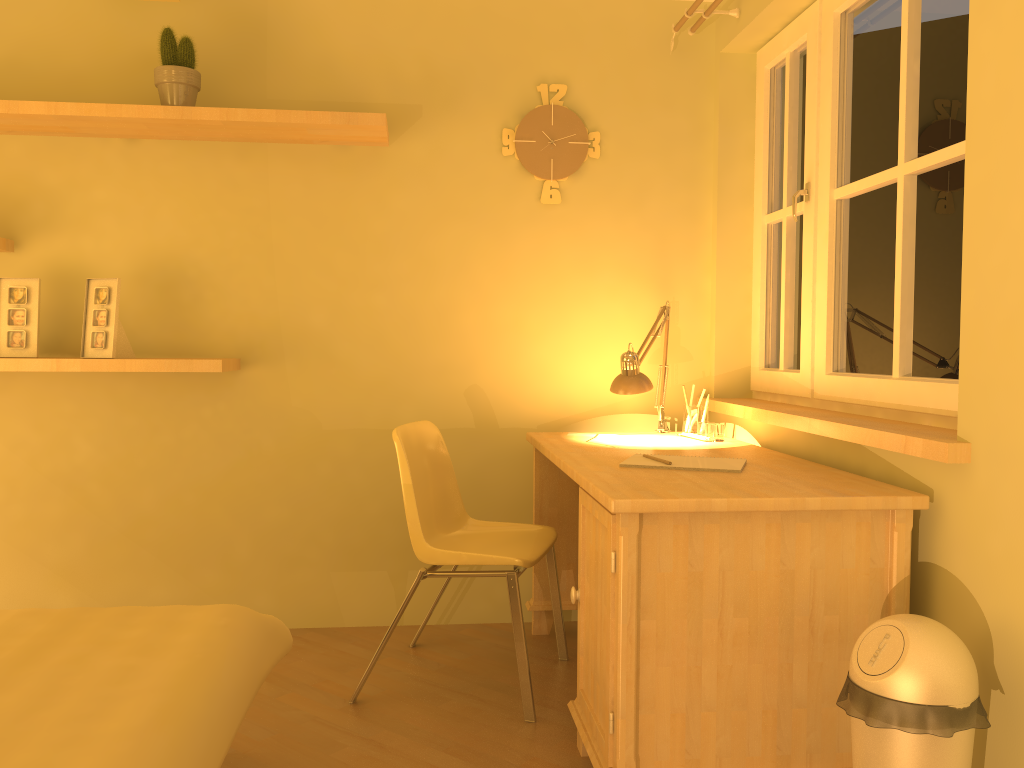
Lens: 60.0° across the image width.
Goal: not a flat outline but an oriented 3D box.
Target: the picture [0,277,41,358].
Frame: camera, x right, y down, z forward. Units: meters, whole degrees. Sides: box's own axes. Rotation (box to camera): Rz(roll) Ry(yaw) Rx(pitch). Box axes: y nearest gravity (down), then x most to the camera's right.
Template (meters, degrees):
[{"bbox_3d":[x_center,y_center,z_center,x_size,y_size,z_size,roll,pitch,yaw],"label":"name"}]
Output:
[{"bbox_3d":[-1.629,-0.220,2.970,0.134,0.264,0.171,0,2,-7],"label":"picture"}]

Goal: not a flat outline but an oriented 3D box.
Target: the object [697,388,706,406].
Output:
[{"bbox_3d":[0.638,0.091,3.064,0.008,0.155,0.073,-2,3,-42],"label":"object"}]

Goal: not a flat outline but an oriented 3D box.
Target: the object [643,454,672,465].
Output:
[{"bbox_3d":[0.378,0.197,2.320,0.008,0.009,0.166,0,2,-15],"label":"object"}]

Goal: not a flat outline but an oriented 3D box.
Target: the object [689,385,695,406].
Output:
[{"bbox_3d":[0.622,0.084,3.096,0.034,0.165,0.009,0,2,-14],"label":"object"}]

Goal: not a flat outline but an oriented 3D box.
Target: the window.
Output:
[{"bbox_3d":[0.976,-0.545,2.533,0.142,1.263,1.486,0,2,-6],"label":"window"}]

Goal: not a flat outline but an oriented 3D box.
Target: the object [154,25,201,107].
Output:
[{"bbox_3d":[-1.097,-1.031,2.911,0.145,0.294,0.145,-1,3,-25],"label":"object"}]

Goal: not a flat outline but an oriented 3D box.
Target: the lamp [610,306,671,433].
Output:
[{"bbox_3d":[0.443,-0.048,3.024,0.140,0.455,0.484,1,3,19],"label":"lamp"}]

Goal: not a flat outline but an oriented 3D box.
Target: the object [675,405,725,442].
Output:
[{"bbox_3d":[0.631,0.130,2.989,0.070,0.105,0.240,0,2,-14],"label":"object"}]

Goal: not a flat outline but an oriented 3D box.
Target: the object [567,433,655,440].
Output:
[{"bbox_3d":[0.333,0.176,3.003,0.300,0.009,0.040,1,3,24],"label":"object"}]

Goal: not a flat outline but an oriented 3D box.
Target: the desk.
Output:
[{"bbox_3d":[0.455,0.562,2.518,0.684,0.720,1.396,0,2,-6],"label":"desk"}]

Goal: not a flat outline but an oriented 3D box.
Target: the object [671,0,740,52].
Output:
[{"bbox_3d":[0.750,-1.218,2.401,0.190,0.113,1.708,0,2,-6],"label":"object"}]

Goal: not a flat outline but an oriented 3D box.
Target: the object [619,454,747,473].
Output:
[{"bbox_3d":[0.449,0.205,2.308,0.300,0.010,0.210,1,3,19],"label":"object"}]

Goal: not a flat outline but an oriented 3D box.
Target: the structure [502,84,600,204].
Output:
[{"bbox_3d":[0.145,-0.872,3.216,0.360,0.432,0.027,0,2,-6],"label":"structure"}]

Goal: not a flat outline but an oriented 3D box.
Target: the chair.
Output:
[{"bbox_3d":[-0.137,0.516,2.709,0.546,0.785,0.531,1,2,14],"label":"chair"}]

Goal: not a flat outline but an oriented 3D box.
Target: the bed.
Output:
[{"bbox_3d":[-1.647,0.506,1.401,2.378,0.894,1.286,0,2,-6],"label":"bed"}]

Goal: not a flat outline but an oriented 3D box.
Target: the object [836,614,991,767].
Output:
[{"bbox_3d":[0.732,0.693,1.629,0.255,0.535,0.248,2,3,28],"label":"object"}]

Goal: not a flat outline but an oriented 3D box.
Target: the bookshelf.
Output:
[{"bbox_3d":[-1.723,-0.266,2.905,2.605,1.240,0.300,0,2,-6],"label":"bookshelf"}]

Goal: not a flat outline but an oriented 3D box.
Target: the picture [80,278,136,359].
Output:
[{"bbox_3d":[-1.324,-0.217,2.961,0.134,0.264,0.171,1,3,20],"label":"picture"}]

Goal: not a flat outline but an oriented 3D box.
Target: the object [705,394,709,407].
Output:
[{"bbox_3d":[0.652,0.102,3.009,0.010,0.138,0.043,-1,3,-32],"label":"object"}]

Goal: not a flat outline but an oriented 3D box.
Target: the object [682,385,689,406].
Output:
[{"bbox_3d":[0.612,0.085,3.082,0.053,0.162,0.009,-1,3,-30],"label":"object"}]
